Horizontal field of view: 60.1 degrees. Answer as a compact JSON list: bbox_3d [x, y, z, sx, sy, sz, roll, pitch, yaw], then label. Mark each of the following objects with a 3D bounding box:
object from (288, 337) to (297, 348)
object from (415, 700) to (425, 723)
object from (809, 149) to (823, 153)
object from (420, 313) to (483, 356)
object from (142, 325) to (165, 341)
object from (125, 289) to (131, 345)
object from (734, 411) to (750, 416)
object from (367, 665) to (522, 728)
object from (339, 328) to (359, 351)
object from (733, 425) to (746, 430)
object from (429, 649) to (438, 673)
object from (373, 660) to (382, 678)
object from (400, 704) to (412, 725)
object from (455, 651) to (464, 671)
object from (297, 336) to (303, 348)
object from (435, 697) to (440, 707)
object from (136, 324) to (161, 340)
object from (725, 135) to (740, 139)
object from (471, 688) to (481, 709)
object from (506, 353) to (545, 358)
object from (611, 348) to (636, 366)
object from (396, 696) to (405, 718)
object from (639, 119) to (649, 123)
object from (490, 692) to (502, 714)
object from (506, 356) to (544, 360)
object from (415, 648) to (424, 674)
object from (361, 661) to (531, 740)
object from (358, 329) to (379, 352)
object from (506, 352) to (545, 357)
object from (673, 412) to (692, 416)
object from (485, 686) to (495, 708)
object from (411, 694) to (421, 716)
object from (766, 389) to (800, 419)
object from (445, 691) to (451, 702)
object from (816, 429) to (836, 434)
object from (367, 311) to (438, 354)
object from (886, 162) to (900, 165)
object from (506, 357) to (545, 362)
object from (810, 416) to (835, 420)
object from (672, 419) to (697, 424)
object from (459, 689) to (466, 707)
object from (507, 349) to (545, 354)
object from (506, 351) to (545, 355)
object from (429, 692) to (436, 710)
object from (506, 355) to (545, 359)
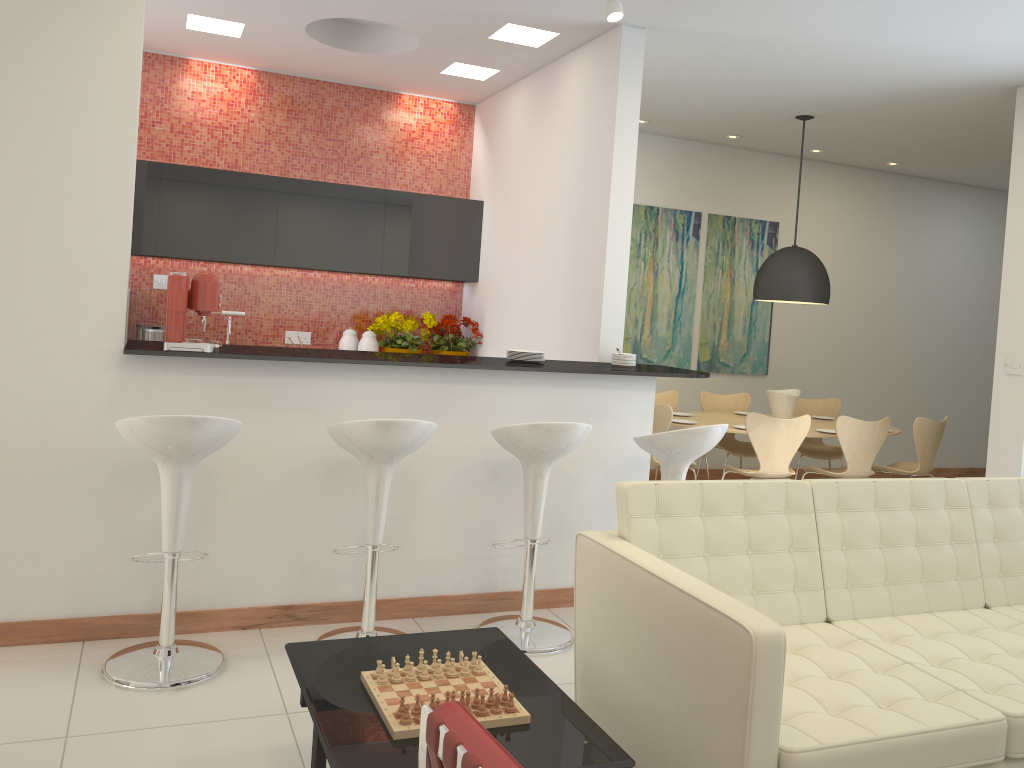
[{"bbox_3d":[-1.605,-0.259,6.640,0.164,0.177,0.011,4,1,-9],"label":"object"},{"bbox_3d":[-0.224,0.812,2.200,0.030,0.052,0.030,3,2,-15],"label":"object"},{"bbox_3d":[2.880,-2.207,8.382,0.129,0.010,0.129,6,5,22],"label":"object"},{"bbox_3d":[-0.479,-0.347,7.105,0.502,0.448,0.524,1,4,-43],"label":"object"},{"bbox_3d":[-2.539,-0.302,6.279,0.172,0.215,0.172,4,3,-4],"label":"object"},{"bbox_3d":[-3.041,-0.449,6.116,0.721,0.470,0.437,2,3,-23],"label":"object"},{"bbox_3d":[2.026,0.259,7.673,0.210,0.015,0.211,4,5,-5],"label":"object"},{"bbox_3d":[-0.186,0.825,2.368,0.346,0.001,0.351,2,5,-22],"label":"object"},{"bbox_3d":[-1.276,-0.301,6.938,0.160,0.283,0.159,5,2,29],"label":"object"},{"bbox_3d":[1.750,0.328,6.577,0.210,0.015,0.211,4,5,4],"label":"object"},{"bbox_3d":[-0.219,0.781,2.505,0.030,0.064,0.030,3,2,-15],"label":"object"},{"bbox_3d":[-0.367,0.786,2.444,0.030,0.044,0.030,3,2,-15],"label":"object"},{"bbox_3d":[-0.261,0.814,2.185,0.030,0.044,0.030,3,2,-15],"label":"object"},{"bbox_3d":[-0.145,0.790,2.535,0.030,0.052,0.030,3,2,-30],"label":"object"},{"bbox_3d":[-1.582,-0.263,6.700,0.140,0.195,0.009,6,2,37],"label":"object"},{"bbox_3d":[-0.187,0.812,2.216,0.030,0.055,0.030,3,2,-15],"label":"object"},{"bbox_3d":[-2.664,-0.327,6.478,0.172,0.215,0.172,4,3,-4],"label":"object"},{"bbox_3d":[1.998,-2.238,8.016,0.129,0.010,0.129,6,5,22],"label":"object"},{"bbox_3d":[-0.091,0.814,2.298,0.030,0.049,0.030,3,2,-15],"label":"object"},{"bbox_3d":[0.072,-0.149,4.750,0.210,0.015,0.210,6,5,21],"label":"object"},{"bbox_3d":[0.629,-0.159,5.075,0.173,0.097,0.140,2,4,-30],"label":"object"},{"bbox_3d":[-0.276,0.808,2.222,0.030,0.049,0.030,3,2,-15],"label":"object"},{"bbox_3d":[1.115,-2.270,7.651,0.129,0.010,0.129,6,5,22],"label":"object"},{"bbox_3d":[-0.039,0.818,2.277,0.030,0.052,0.030,3,2,-15],"label":"object"},{"bbox_3d":[0.071,-0.135,4.751,0.210,0.015,0.210,6,5,21],"label":"object"},{"bbox_3d":[-0.256,0.777,2.489,0.030,0.069,0.030,3,2,-15],"label":"object"},{"bbox_3d":[-0.187,0.836,2.369,0.360,0.021,0.361,2,5,-22],"label":"object"},{"bbox_3d":[-1.109,-0.282,6.846,0.160,0.283,0.159,5,2,29],"label":"object"},{"bbox_3d":[0.073,-0.156,4.750,0.210,0.015,0.210,6,5,21],"label":"object"},{"bbox_3d":[1.367,0.249,7.231,0.210,0.015,0.211,4,5,-1],"label":"object"},{"bbox_3d":[-0.054,0.815,2.314,0.030,0.049,0.030,3,2,-15],"label":"object"},{"bbox_3d":[-0.239,0.809,2.237,0.030,0.049,0.030,3,2,-15],"label":"object"},{"bbox_3d":[2.186,0.180,7.156,0.271,0.279,0.261,5,3,13],"label":"object"},{"bbox_3d":[-0.165,0.811,2.268,0.030,0.049,0.030,3,2,-15],"label":"object"},{"bbox_3d":[2.415,0.363,6.717,0.211,0.015,0.210,6,5,23],"label":"object"},{"bbox_3d":[-0.866,-0.361,6.941,0.522,0.448,0.505,3,3,-20],"label":"object"},{"bbox_3d":[3.763,-2.175,8.747,0.129,0.010,0.129,6,5,22],"label":"object"},{"bbox_3d":[0.071,-0.128,4.751,0.210,0.015,0.210,6,5,21],"label":"object"},{"bbox_3d":[2.727,0.300,7.768,0.210,0.015,0.211,-1,6,-44],"label":"object"},{"bbox_3d":[1.294,0.288,6.693,0.210,0.015,0.211,4,5,-1],"label":"object"},{"bbox_3d":[-0.128,0.813,2.283,0.030,0.049,0.030,3,2,-15],"label":"object"},{"bbox_3d":[0.074,-0.170,4.750,0.210,0.015,0.210,6,5,21],"label":"object"},{"bbox_3d":[0.073,-0.163,4.750,0.210,0.015,0.210,6,5,21],"label":"object"},{"bbox_3d":[-0.202,0.810,2.253,0.030,0.049,0.030,3,2,-15],"label":"object"},{"bbox_3d":[0.072,-0.142,4.750,0.210,0.015,0.210,6,5,21],"label":"object"}]
